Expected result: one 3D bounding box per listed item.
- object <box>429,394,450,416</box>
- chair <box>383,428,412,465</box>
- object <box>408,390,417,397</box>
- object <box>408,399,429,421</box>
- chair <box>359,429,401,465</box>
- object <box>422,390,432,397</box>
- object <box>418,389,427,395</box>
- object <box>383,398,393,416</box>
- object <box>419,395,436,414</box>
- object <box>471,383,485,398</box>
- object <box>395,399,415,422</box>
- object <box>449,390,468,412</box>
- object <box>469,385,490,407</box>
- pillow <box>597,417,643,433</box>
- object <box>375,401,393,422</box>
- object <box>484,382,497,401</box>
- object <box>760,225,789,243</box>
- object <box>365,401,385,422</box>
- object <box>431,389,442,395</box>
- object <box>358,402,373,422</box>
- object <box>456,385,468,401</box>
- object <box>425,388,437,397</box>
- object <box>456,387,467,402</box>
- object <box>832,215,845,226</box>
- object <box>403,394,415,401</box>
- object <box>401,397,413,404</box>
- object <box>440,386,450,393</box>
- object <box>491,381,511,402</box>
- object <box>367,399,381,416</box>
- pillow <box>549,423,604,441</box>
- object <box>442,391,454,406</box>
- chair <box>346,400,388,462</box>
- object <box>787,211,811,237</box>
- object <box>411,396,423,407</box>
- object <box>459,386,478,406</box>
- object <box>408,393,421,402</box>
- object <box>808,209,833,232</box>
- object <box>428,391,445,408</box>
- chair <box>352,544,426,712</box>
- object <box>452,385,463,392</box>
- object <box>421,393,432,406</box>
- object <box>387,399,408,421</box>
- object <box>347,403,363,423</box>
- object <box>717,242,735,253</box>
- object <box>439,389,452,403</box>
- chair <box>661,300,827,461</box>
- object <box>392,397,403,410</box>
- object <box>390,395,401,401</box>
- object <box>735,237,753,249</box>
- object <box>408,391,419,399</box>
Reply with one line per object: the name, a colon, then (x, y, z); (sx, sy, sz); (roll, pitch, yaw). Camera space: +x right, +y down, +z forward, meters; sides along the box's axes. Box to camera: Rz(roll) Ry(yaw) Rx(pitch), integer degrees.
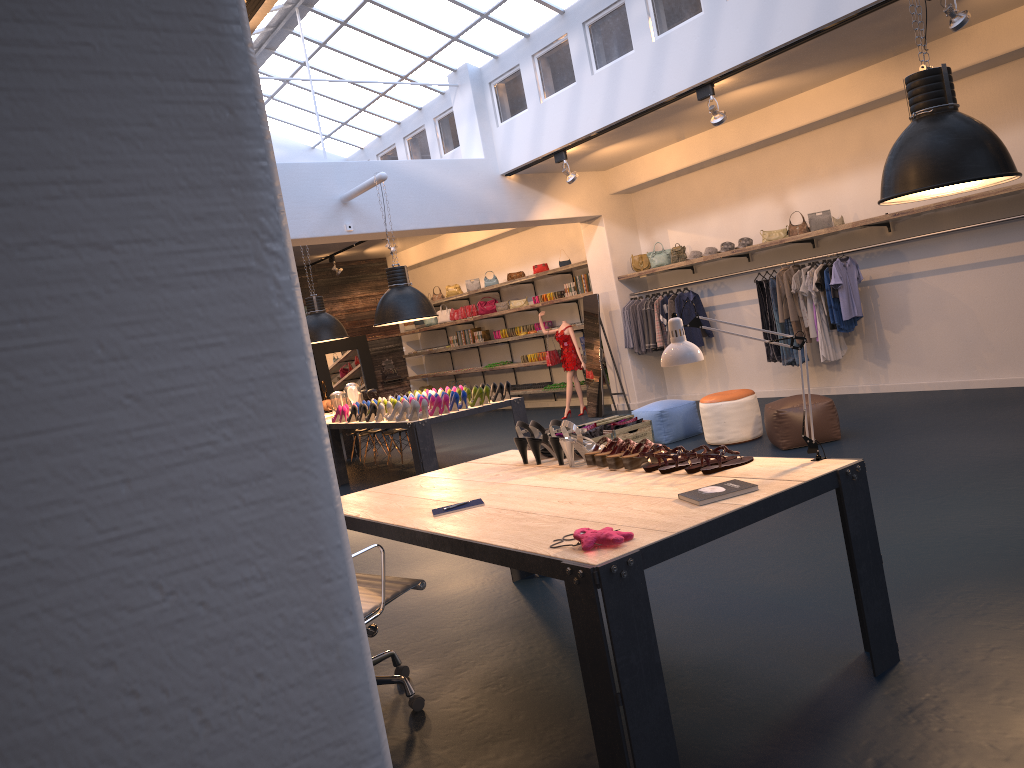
object: (-0.719, 0.205, 8.582); (0.219, 0.195, 0.221); (-12, 3, -37)
chair: (-1.403, 0.607, 11.384); (0.593, 0.801, 0.425); (-12, 2, -41)
object: (-1.246, 0.175, 10.694); (0.219, 0.195, 0.222); (-12, 3, -34)
object: (-0.908, 0.247, 8.430); (0.218, 0.195, 0.223); (-11, 3, -29)
chair: (-1.799, 0.649, 11.863); (0.592, 0.801, 0.427); (-11, 2, -36)
object: (-0.996, 0.174, 9.966); (0.219, 0.195, 0.222); (-12, 3, -34)
object: (-1.107, 0.163, 10.489); (0.219, 0.195, 0.222); (-12, 3, -34)
object: (-1.395, 0.261, 9.663); (0.219, 0.195, 0.222); (-12, 3, -34)
object: (-0.865, 0.218, 8.800); (0.219, 0.195, 0.222); (-12, 3, -34)
object: (-0.385, 0.097, 9.461); (0.219, 0.195, 0.222); (-12, 3, -34)
object: (-1.052, 0.259, 8.650); (0.220, 0.195, 0.221); (-12, 3, -43)
object: (-0.542, 0.166, 8.737); (0.217, 0.195, 0.224); (-11, 3, -27)
object: (-0.329, 0.121, 8.869); (0.220, 0.195, 0.221); (-12, 3, -41)
pillow: (0.869, 0.452, 7.252); (0.336, 0.319, 0.420); (-12, 3, -34)
object: (-1.339, 0.283, 9.102); (0.217, 0.195, 0.225); (-11, 3, -26)
object: (-0.257, 0.088, 9.236); (0.219, 0.195, 0.222); (-12, 3, -34)
object: (3.213, -1.826, 10.592); (0.360, 0.174, 0.234); (-10, 3, 6)
object: (-1.468, 0.293, 9.316); (0.220, 0.195, 0.221); (-12, 3, -39)
object: (-0.869, 0.165, 9.741); (0.219, 0.195, 0.222); (-12, 3, -34)
object: (-1.589, 0.302, 9.539); (0.217, 0.195, 0.224); (-11, 3, -27)
object: (-0.570, 0.118, 9.653); (0.217, 0.195, 0.224); (-11, 3, -26)
object: (-0.988, 0.154, 10.286); (0.219, 0.195, 0.222); (-12, 3, -34)
object: (-0.565, 0.137, 9.299); (0.219, 0.195, 0.221); (-12, 3, -39)
object: (3.716, -1.857, 9.886); (0.131, 0.133, 0.081); (-10, 2, 0)
object: (-1.197, 0.217, 9.825); (0.219, 0.195, 0.222); (-12, 3, -34)
object: (-1.120, 0.238, 9.219); (0.217, 0.195, 0.224); (-11, 3, -27)
object: (-0.805, 0.133, 10.097); (0.217, 0.195, 0.224); (-11, 3, -28)
object: (-0.112, 0.075, 9.022); (0.219, 0.195, 0.222); (-12, 3, -34)
object: (-1.563, 0.278, 9.874); (0.218, 0.195, 0.223); (-11, 3, -31)
pillow: (0.506, 0.502, 6.872); (0.388, 0.349, 0.400); (-12, 3, -35)
object: (-0.674, 0.175, 8.969); (0.219, 0.195, 0.222); (-12, 3, -34)
chair: (-2.080, 0.666, 12.413); (0.590, 0.801, 0.428); (-11, 2, -33)
object: (3.410, -1.915, 10.376); (0.274, 0.299, 0.110); (-9, 2, 25)
object: (-0.996, 0.229, 9.011); (0.218, 0.195, 0.223); (-11, 3, -30)
object: (-0.451, 0.130, 9.089); (0.219, 0.195, 0.222); (-12, 3, -34)
object: (-1.091, 0.211, 9.607); (0.226, 0.195, 0.222); (-12, 3, -35)
object: (3.587, -1.895, 10.111); (0.267, 0.230, 0.081); (-10, 1, 10)
object: (-0.790, 0.183, 9.180); (0.219, 0.195, 0.221); (-12, 3, -37)
chair: (-0.740, 0.926, 3.532); (0.640, 0.836, 0.724); (-9, 2, 35)
object: (-0.651, 0.119, 9.886); (0.219, 0.195, 0.221); (-12, 3, -38)
object: (-0.946, 0.200, 9.364); (0.219, 0.195, 0.222); (-12, 3, -34)
object: (-1.168, 0.266, 8.880); (0.221, 0.195, 0.219); (-8, 3, 42)
object: (-1.745, 0.318, 9.722); (0.219, 0.195, 0.222); (-12, 3, -34)
object: (2.762, -1.767, 11.222); (0.257, 0.136, 0.162); (-11, 3, -16)
object: (-0.746, 0.158, 9.488); (0.219, 0.195, 0.222); (-12, 3, -34)
chair: (0.867, 0.027, 3.305); (0.556, 0.745, 0.166); (-10, 1, 0)
object: (-1.257, 0.250, 9.435); (0.219, 0.195, 0.222); (-12, 3, -34)
object: (-1.363, 0.235, 10.020); (0.219, 0.195, 0.222); (-12, 3, -34)
object: (2.927, -1.781, 10.971); (0.257, 0.136, 0.162); (-11, 3, -16)
object: (-1.171, 0.195, 10.134); (0.219, 0.195, 0.221); (-12, 3, -39)
